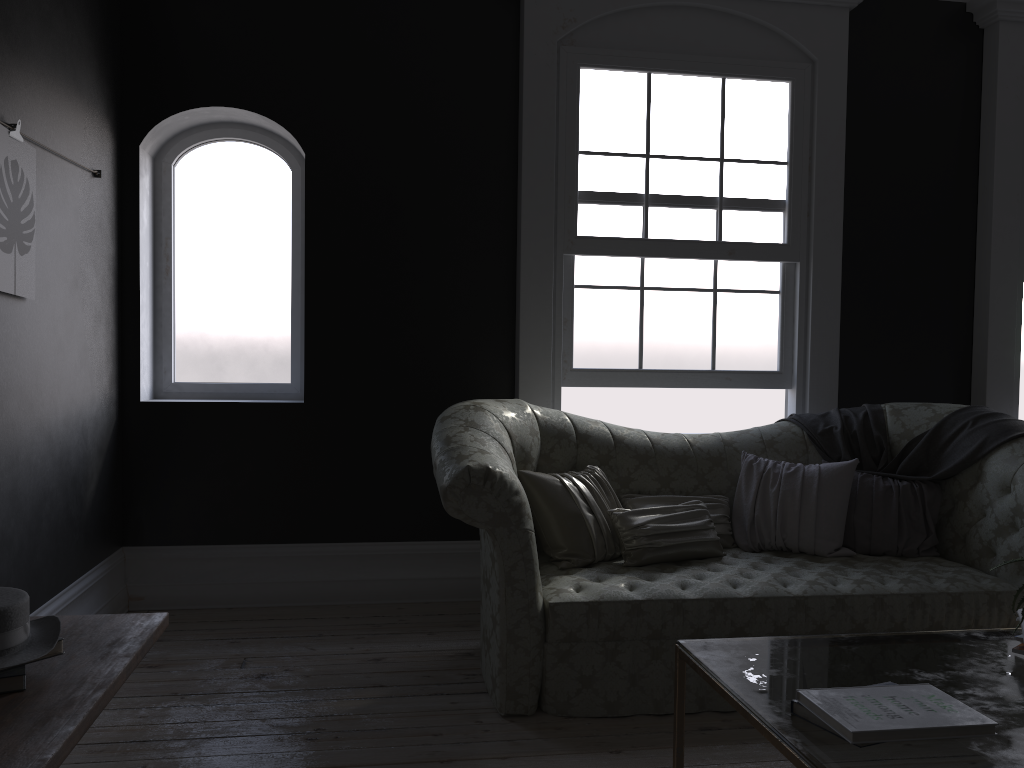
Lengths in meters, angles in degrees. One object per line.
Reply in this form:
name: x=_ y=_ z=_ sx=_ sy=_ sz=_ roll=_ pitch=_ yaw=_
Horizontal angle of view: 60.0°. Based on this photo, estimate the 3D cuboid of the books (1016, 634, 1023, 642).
books: x=1.487 y=0.652 z=2.257 sx=0.318 sy=0.011 sz=0.252 roll=0 pitch=2 yaw=-37

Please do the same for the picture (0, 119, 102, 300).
picture: x=-1.569 y=-0.555 z=1.929 sx=0.058 sy=0.771 sz=4.454 roll=0 pitch=1 yaw=-9

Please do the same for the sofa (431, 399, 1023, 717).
sofa: x=1.012 y=0.667 z=4.137 sx=2.813 sy=1.161 sz=1.605 roll=1 pitch=2 yaw=-8

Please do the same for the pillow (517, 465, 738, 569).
pillow: x=0.549 y=0.576 z=3.989 sx=1.105 sy=0.416 sz=0.528 roll=1 pitch=2 yaw=-9

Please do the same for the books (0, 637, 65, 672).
books: x=-0.996 y=0.492 z=1.597 sx=0.193 sy=0.030 sz=0.289 roll=2 pitch=1 yaw=32

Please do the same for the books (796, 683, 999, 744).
books: x=0.770 y=0.662 z=1.793 sx=0.307 sy=0.024 sz=0.220 roll=1 pitch=1 yaw=-9

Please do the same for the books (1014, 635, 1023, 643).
books: x=1.502 y=0.663 z=2.262 sx=0.318 sy=0.011 sz=0.252 roll=0 pitch=1 yaw=-27

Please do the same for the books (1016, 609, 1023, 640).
books: x=1.438 y=0.617 z=2.231 sx=0.273 sy=0.109 sz=0.322 roll=1 pitch=1 yaw=26

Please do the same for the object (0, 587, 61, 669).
object: x=-0.968 y=0.434 z=1.616 sx=0.258 sy=0.087 sz=0.328 roll=0 pitch=2 yaw=-43

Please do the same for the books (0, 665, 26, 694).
books: x=-1.020 y=0.521 z=1.579 sx=0.268 sy=0.029 sz=0.203 roll=0 pitch=1 yaw=-29

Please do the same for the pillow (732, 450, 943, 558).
pillow: x=1.533 y=0.565 z=4.167 sx=0.964 sy=0.462 sz=0.404 roll=1 pitch=2 yaw=-2

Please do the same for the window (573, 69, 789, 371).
window: x=0.946 y=-0.889 z=4.941 sx=1.263 sy=1.673 sz=0.056 roll=0 pitch=2 yaw=-9

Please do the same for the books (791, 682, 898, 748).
books: x=0.763 y=0.688 z=1.859 sx=0.289 sy=0.030 sz=0.193 roll=0 pitch=1 yaw=-25

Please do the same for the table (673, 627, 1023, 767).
table: x=1.236 y=0.986 z=1.968 sx=1.449 sy=0.558 sz=1.092 roll=1 pitch=1 yaw=-9

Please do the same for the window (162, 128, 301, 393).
window: x=-1.559 y=-0.681 z=4.966 sx=0.740 sy=1.458 sz=0.112 roll=0 pitch=2 yaw=-9

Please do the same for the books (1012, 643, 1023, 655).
books: x=1.461 y=0.673 z=2.247 sx=0.318 sy=0.011 sz=0.252 roll=0 pitch=2 yaw=-42

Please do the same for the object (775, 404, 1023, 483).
object: x=1.950 y=0.388 z=4.377 sx=1.366 sy=0.585 sz=0.517 roll=2 pitch=2 yaw=40
